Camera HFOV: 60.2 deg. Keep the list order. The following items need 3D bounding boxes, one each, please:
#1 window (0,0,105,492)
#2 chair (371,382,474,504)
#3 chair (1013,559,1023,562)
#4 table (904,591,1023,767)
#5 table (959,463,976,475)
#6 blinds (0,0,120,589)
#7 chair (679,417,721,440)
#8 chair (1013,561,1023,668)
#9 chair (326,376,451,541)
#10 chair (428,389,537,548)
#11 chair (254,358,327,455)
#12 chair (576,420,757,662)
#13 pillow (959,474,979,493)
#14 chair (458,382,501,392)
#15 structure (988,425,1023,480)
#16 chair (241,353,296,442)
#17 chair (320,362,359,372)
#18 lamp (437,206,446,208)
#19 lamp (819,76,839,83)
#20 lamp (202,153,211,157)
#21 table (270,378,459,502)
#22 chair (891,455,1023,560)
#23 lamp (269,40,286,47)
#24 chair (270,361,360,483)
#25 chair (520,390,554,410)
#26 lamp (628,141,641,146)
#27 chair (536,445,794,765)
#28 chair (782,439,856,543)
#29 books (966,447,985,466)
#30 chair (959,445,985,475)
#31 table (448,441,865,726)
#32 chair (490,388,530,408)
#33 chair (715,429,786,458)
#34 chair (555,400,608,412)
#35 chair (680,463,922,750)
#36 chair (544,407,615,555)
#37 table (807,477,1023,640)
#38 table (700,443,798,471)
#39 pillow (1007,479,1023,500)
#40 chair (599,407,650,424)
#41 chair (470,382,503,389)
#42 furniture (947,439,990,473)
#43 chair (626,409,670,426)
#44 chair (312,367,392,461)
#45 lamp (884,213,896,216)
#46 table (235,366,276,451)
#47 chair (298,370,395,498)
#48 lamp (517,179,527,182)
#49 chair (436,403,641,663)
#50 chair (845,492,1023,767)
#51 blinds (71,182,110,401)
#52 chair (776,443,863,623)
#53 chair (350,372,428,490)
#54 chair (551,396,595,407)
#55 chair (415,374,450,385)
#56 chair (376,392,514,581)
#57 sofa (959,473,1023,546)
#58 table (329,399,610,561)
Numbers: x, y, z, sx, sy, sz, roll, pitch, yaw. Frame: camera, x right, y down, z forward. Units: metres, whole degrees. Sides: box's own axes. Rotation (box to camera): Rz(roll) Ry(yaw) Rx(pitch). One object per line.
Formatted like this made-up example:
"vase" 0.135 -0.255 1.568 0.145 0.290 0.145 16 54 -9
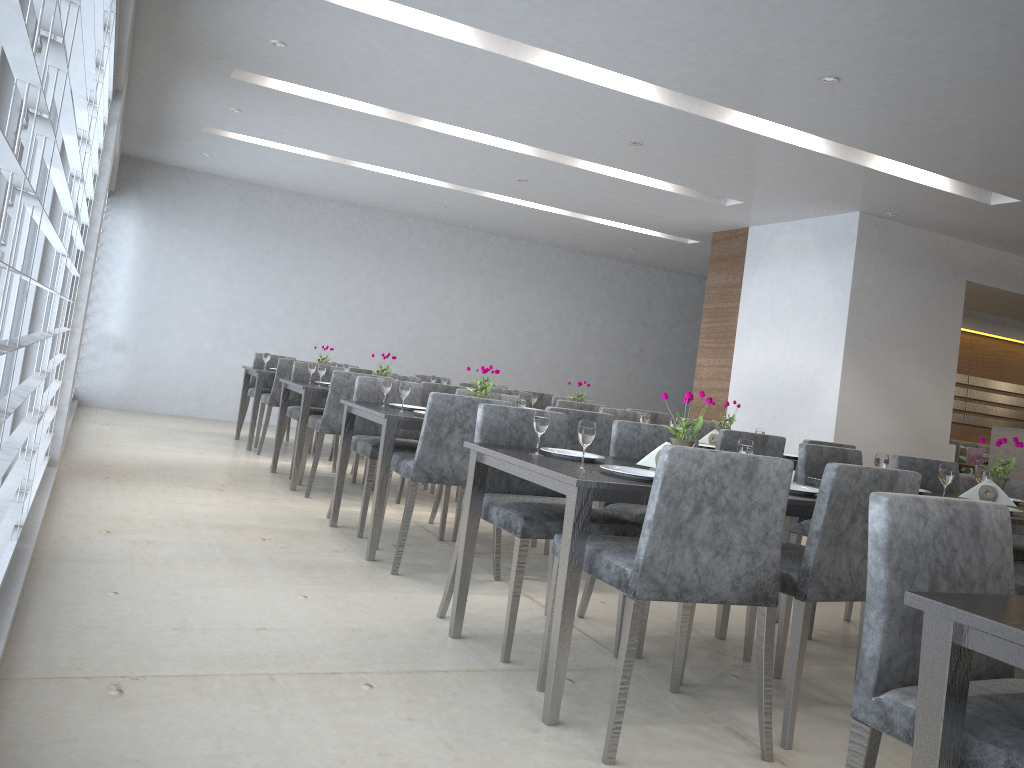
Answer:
"window" -0.950 -0.363 1.514 0.158 2.079 7.116 10 -1 -25
"chair" -0.565 0.365 5.755 0.474 0.766 0.493 10 -3 -30
"chair" 2.225 0.781 3.296 0.474 0.766 0.493 10 -3 -30
"table" 1.245 0.726 1.206 1.183 0.637 0.778 8 -1 -25
"table" 4.182 1.067 7.910 0.503 0.658 0.506 9 -2 -25
"blinds" -0.847 -0.376 1.550 0.045 2.050 7.111 10 -1 -25
"chair" 1.247 0.624 5.433 0.475 0.766 0.492 9 -3 -20
"chair" 1.777 0.721 3.025 0.475 0.766 0.492 9 -3 -20
"chair" -0.607 0.371 4.585 0.474 0.766 0.493 10 -3 -30
"chair" -0.114 0.438 4.804 0.475 0.766 0.492 9 -3 -20
"chair" -1.761 0.184 7.100 0.475 0.766 0.492 9 -3 -20
"chair" 0.597 0.552 3.268 0.475 0.766 0.492 9 -3 -20
"pillow" 3.234 0.790 6.186 0.557 0.307 0.189 8 -3 -24
"chair" -0.400 0.370 7.729 0.475 0.766 0.492 9 -3 -20
"structure" 4.447 0.953 4.978 0.223 1.011 3.781 10 -1 -25
"chair" -2.072 0.134 7.753 0.474 0.766 0.493 10 -3 -30
"chair" -1.580 0.202 7.972 0.475 0.766 0.492 9 -3 -20
"lamp" -0.732 -1.834 9.155 0.089 0.007 0.088 8 1 20
"lamp" 1.530 -1.470 4.266 0.089 0.007 0.088 8 1 20
"lamp" -2.829 -2.120 8.186 0.089 0.007 0.088 8 1 20
"table" -0.938 0.375 5.923 1.183 0.637 0.778 8 -1 -25
"chair" 1.958 0.738 3.897 0.475 0.766 0.492 9 -3 -20
"lamp" -1.288 -1.872 4.857 0.089 0.007 0.088 8 1 20
"chair" -1.325 0.255 6.137 0.474 0.766 0.493 10 -3 -30
"chair" 0.049 0.431 8.000 0.474 0.766 0.493 10 -3 -30
"lamp" 0.808 -1.586 5.826 0.089 0.007 0.088 8 1 20
"chair" 0.416 0.535 2.396 0.475 0.766 0.492 9 -3 -20
"chair" 1.515 0.667 4.832 0.474 0.766 0.493 10 -3 -30
"books" 4.154 0.655 7.998 0.143 0.165 0.157 8 -2 -5
"chair" 4.616 0.817 8.852 0.424 0.397 0.219 9 -3 -24
"table" 0.491 0.605 2.835 1.183 0.637 0.778 8 -1 -25
"chair" 0.037 0.441 6.767 0.474 0.766 0.493 10 -3 -30
"chair" 1.066 0.606 4.561 0.475 0.766 0.492 9 -3 -20
"chair" 0.348 0.491 6.113 0.475 0.766 0.492 9 -3 -20
"chair" 0.864 0.596 2.667 0.474 0.766 0.493 10 -3 -30
"chair" 0.153 0.481 4.203 0.474 0.766 0.493 10 -3 -30
"table" 1.853 0.791 3.464 1.183 0.637 0.778 8 -1 -25
"table" 1.142 0.676 5.000 1.183 0.637 0.778 8 -1 -25
"pillow" 3.611 0.838 5.949 0.180 0.321 0.639 9 -1 -25
"chair" 0.755 0.556 5.214 0.474 0.766 0.493 10 -3 -30
"chair" -0.218 0.388 8.601 0.475 0.766 0.492 9 -3 -20
"furniture" 6.408 1.281 7.610 5.620 0.857 4.265 8 0 -25
"chair" 0.796 0.551 6.384 0.474 0.766 0.493 10 -3 -30
"chair" -1.313 0.245 7.371 0.474 0.766 0.493 10 -3 -30
"lamp" 2.904 -1.300 6.794 0.089 0.007 0.088 8 1 20
"table" -1.686 0.254 7.539 1.183 0.637 0.778 8 -1 -25
"chair" -1.014 0.305 5.484 0.475 0.766 0.492 9 -3 -20
"lamp" 0.081 -1.703 7.396 0.089 0.007 0.088 8 1 20
"chair" 0.104 0.485 3.049 0.474 0.766 0.493 10 -3 -30
"chair" 0.858 0.606 1.420 0.474 0.766 0.493 10 -3 -30
"blinds" -3.375 -0.783 7.013 0.045 2.051 3.657 10 -1 -25
"chair" 1.466 0.671 3.678 0.474 0.766 0.493 10 -3 -30
"chair" -0.832 0.322 6.356 0.475 0.766 0.492 9 -3 -20
"chair" 0.529 0.508 6.985 0.475 0.766 0.492 9 -3 -20
"chair" -0.711 0.320 8.382 0.474 0.766 0.493 10 -3 -30
"chair" -0.295 0.420 3.932 0.475 0.766 0.492 9 -3 -20
"sofa" 3.955 1.080 4.744 0.831 0.630 3.806 9 0 -25
"table" -0.220 0.490 4.371 1.183 0.637 0.778 8 -1 -25
